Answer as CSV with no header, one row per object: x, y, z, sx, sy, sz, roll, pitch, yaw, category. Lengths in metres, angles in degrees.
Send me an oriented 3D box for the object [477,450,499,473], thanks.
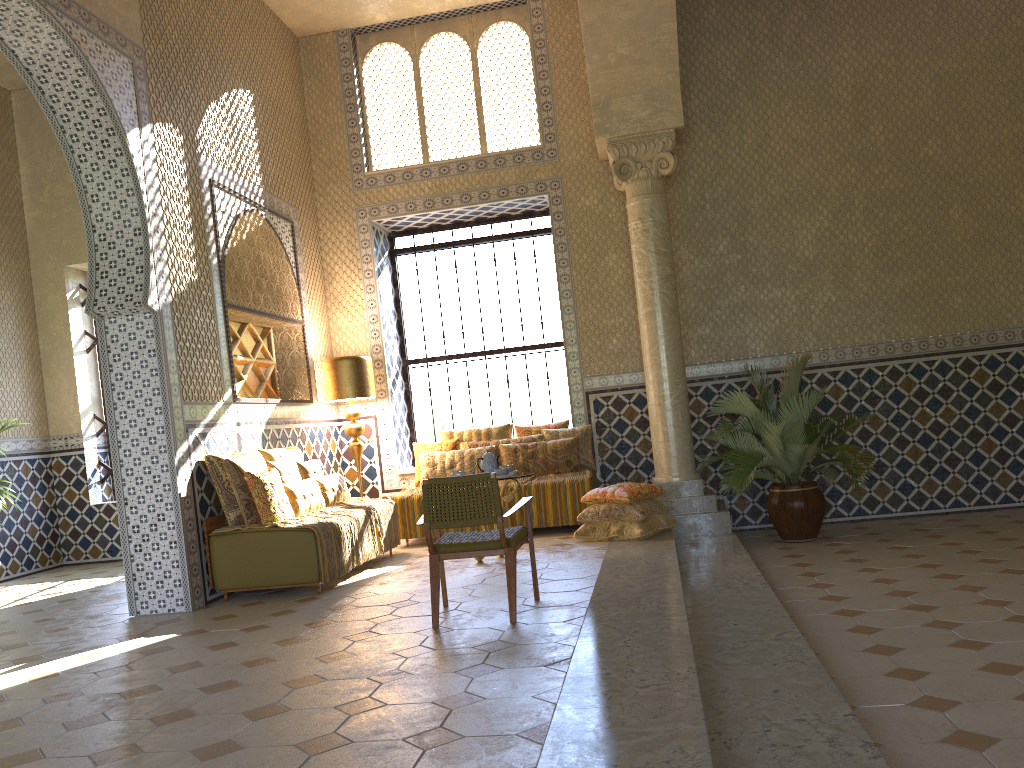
-0.276,0.939,10.442,0.273,0.324,0.199,-6,0,-2,object

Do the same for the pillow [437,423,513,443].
-0.557,1.065,13.486,1.193,0.833,0.422,-6,0,9,pillow

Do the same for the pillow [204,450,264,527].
-3.062,1.184,10.203,0.423,0.832,1.192,-6,-2,9,pillow

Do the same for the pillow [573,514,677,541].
1.463,1.834,11.363,0.994,0.368,1.040,-8,-3,34,pillow

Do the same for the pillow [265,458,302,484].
-2.700,1.243,10.674,0.341,0.693,0.740,-6,-1,9,pillow

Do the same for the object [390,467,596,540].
-0.225,1.731,12.899,2.888,0.718,1.314,-6,-2,9,object

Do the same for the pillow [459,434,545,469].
-0.143,1.114,13.181,1.342,0.615,0.370,-6,0,9,pillow

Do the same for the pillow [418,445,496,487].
-0.807,1.236,13.068,1.192,0.547,0.329,-6,0,9,pillow

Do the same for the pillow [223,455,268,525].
-2.896,1.197,9.951,0.384,0.780,0.833,-6,-1,9,pillow

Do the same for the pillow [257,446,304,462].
-2.875,1.217,11.385,0.423,0.832,1.192,-6,-2,9,pillow

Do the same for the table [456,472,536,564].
-0.217,1.585,10.410,1.104,0.981,1.097,-7,-1,38,table

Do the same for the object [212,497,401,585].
-2.348,1.859,10.722,1.315,0.718,2.885,-6,-2,9,object

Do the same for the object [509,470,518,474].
-0.056,1.075,10.728,0.255,0.032,0.256,-6,-3,-12,object

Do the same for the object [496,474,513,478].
-0.108,1.052,10.094,0.256,0.032,0.256,-6,-3,5,object

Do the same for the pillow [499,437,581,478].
0.397,1.098,12.874,1.192,0.547,0.329,-6,0,9,pillow

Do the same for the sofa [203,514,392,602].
-2.405,1.875,10.744,1.274,0.937,2.849,-6,-2,9,sofa

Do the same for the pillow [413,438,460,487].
-1.134,1.198,13.360,0.741,0.693,0.340,-6,0,10,pillow

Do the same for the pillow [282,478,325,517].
-2.493,1.373,10.557,0.271,0.450,0.982,-6,-2,9,pillow

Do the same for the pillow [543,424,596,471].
0.837,0.973,13.042,0.741,0.693,0.340,-6,0,10,pillow

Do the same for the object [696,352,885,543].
3.784,0.828,11.713,2.640,2.503,2.166,-6,-1,-4,object

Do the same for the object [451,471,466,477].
-0.624,1.085,10.461,0.183,0.100,0.183,-6,-2,-10,object

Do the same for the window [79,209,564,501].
-3.291,-0.390,14.752,8.488,3.992,0.573,-6,1,5,window

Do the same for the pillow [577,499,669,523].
1.422,1.635,11.355,0.934,0.347,0.878,-7,-2,29,pillow

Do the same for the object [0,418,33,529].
-7.342,1.094,11.159,2.259,3.554,2.750,-6,-1,12,object

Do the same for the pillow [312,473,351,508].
-2.347,1.400,11.482,0.271,0.450,0.982,-6,-2,9,pillow

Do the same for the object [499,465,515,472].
-0.060,1.037,10.727,0.183,0.100,0.183,-6,-2,-2,object

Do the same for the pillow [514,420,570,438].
0.473,0.979,13.380,0.856,0.801,0.393,-6,0,10,pillow

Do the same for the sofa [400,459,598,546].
-0.175,1.736,12.955,2.852,0.938,1.273,-6,-1,9,sofa

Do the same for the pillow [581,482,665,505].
1.414,1.426,11.342,0.806,0.311,0.746,-8,-3,43,pillow

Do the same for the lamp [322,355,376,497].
-2.308,1.012,13.171,0.735,2.815,0.738,-6,0,-22,lamp

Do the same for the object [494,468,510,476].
-0.112,1.014,10.093,0.183,0.100,0.183,-6,-2,5,object

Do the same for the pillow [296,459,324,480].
-2.572,1.295,11.467,0.313,0.638,0.681,-6,-1,9,pillow

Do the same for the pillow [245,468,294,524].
-2.651,1.257,9.769,0.345,0.651,0.684,-6,-1,8,pillow

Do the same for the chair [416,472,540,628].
-0.315,1.352,7.566,0.951,1.210,0.906,-6,-1,9,chair
